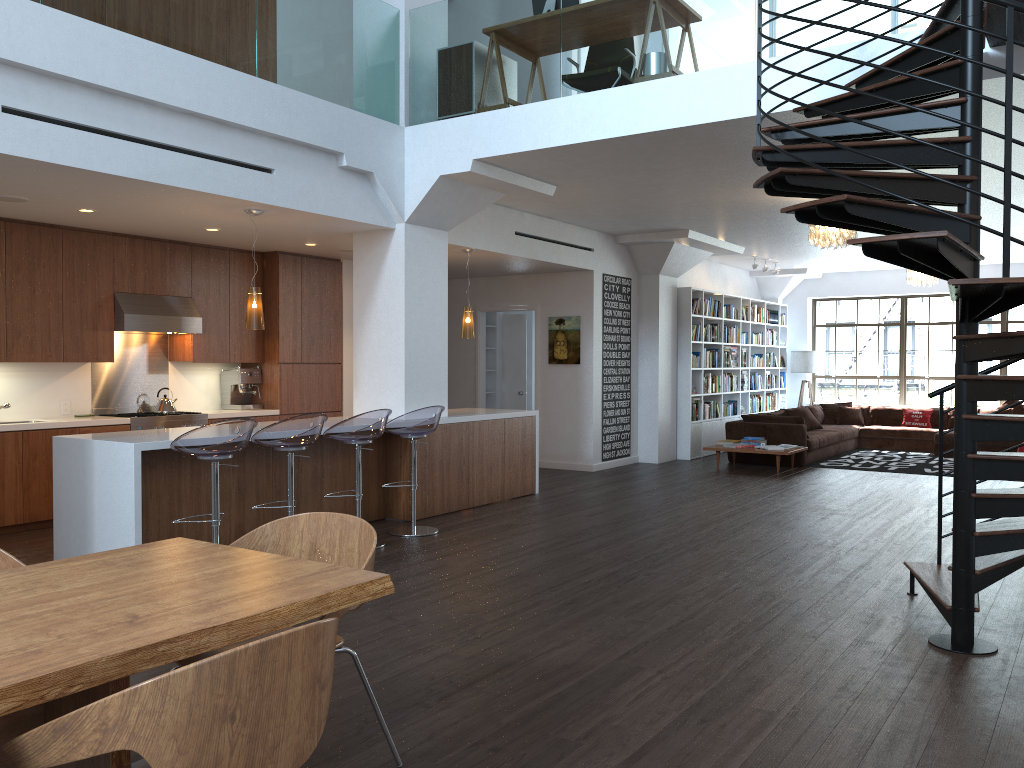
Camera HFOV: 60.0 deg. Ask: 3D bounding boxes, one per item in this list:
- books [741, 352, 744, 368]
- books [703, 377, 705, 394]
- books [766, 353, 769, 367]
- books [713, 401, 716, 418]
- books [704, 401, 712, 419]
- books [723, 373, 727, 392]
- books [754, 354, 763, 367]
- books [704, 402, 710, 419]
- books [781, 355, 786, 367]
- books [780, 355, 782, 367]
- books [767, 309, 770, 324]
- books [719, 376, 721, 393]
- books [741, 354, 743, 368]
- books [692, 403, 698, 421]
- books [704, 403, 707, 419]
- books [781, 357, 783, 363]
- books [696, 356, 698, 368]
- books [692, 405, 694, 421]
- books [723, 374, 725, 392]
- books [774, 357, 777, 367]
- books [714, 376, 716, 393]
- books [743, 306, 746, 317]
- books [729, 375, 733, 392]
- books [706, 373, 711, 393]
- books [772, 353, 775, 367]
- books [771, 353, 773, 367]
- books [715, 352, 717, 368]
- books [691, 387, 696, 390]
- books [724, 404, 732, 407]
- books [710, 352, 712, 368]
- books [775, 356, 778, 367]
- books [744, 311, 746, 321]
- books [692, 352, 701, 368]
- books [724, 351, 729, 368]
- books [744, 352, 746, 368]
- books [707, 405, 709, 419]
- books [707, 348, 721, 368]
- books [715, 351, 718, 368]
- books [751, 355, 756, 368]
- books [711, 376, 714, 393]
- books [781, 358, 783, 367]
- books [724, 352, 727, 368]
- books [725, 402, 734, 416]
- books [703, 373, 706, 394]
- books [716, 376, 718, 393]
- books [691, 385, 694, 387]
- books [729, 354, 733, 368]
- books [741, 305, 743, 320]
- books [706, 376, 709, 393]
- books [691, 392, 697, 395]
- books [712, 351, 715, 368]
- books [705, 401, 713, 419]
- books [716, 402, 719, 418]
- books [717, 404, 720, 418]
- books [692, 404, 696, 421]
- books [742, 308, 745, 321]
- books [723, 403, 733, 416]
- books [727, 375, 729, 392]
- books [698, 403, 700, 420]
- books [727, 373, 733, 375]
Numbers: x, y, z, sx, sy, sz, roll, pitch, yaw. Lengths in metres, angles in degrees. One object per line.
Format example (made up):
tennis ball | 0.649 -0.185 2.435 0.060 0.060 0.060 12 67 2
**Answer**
books | 3.637 -0.389 14.252 0.174 0.251 0.051 1 2 34
books | 2.703 0.015 12.878 0.189 0.247 0.057 1 2 34
books | 4.326 -0.406 15.282 0.174 0.240 0.054 1 2 34
books | 2.954 0.383 13.261 0.183 0.253 0.042 1 2 34
books | 2.881 0.386 13.158 0.160 0.251 0.039 1 2 34
books | 3.214 -0.023 13.634 0.176 0.290 0.053 1 2 33
books | 4.197 -0.397 15.077 0.140 0.231 0.042 1 2 34
books | 2.818 0.385 13.065 0.183 0.253 0.042 1 2 34
books | 4.835 -0.410 16.043 0.182 0.215 0.188 1 2 34
books | 4.748 -0.409 15.914 0.161 0.218 0.101 1 2 34
books | 4.372 -1.165 15.368 0.183 0.253 0.042 1 2 34
books | 3.067 0.000 13.414 0.183 0.253 0.034 1 2 34
books | 3.614 -0.374 14.219 0.161 0.223 0.030 1 2 34
books | 2.573 0.395 12.698 0.183 0.253 0.042 1 2 34
books | 2.755 0.400 12.972 0.176 0.231 0.053 1 2 34
books | 4.786 -0.413 16.011 0.182 0.226 0.173 1 2 34
books | 2.597 -0.311 12.665 0.120 0.167 0.020 1 2 34
books | 2.494 0.413 12.563 0.161 0.223 0.032 1 2 34
books | 3.146 -0.018 13.546 0.198 0.284 0.066 1 2 33
books | 4.565 -0.411 15.653 0.174 0.236 0.142 1 2 33
books | 2.969 0.004 13.276 0.183 0.253 0.034 1 2 34
books | 3.711 -1.140 14.359 0.160 0.251 0.031 1 2 34
books | 3.352 -0.008 13.828 0.183 0.253 0.034 1 2 33
books | 2.850 -0.011 13.104 0.176 0.290 0.053 1 2 34
books | 4.516 -0.419 15.577 0.183 0.253 0.042 1 2 34
books | 4.463 -0.420 15.508 0.180 0.259 0.042 1 2 34
books | 2.978 -0.362 13.261 0.174 0.239 0.045 1 2 34
books | 2.498 0.061 12.621 0.174 0.032 0.254 1 2 29
books | 3.367 0.407 13.863 0.128 0.178 0.021 1 2 34
books | 2.874 -0.354 13.125 0.167 0.230 0.037 1 2 34
books | 4.603 -0.398 15.696 0.161 0.207 0.135 1 2 33
books | 3.675 -1.116 14.286 0.161 0.207 0.130 1 2 33
books | 2.636 -0.346 12.741 0.140 0.231 0.042 1 2 34
books | 3.257 -0.379 13.701 0.183 0.253 0.042 1 2 34
books | 3.687 -0.390 14.345 0.183 0.253 0.039 1 2 34
books | 2.806 0.412 13.029 0.161 0.223 0.030 1 2 33
books | 3.048 -0.389 13.377 0.176 0.294 0.102 1 2 34
books | 2.994 -0.369 13.297 0.182 0.253 0.034 1 2 34
books | 3.990 -0.378 14.771 0.140 0.206 0.042 1 2 34
books | 2.925 0.009 13.206 0.171 0.246 0.057 1 2 34
books | 4.777 -0.405 15.973 0.167 0.210 0.162 1 2 34
books | 3.203 -0.370 13.602 0.174 0.240 0.054 1 2 34
books | 3.417 0.393 13.937 0.146 0.202 0.027 1 2 34
books | 2.747 -0.011 12.910 0.140 0.298 0.044 1 2 34
books | 2.991 0.003 13.301 0.183 0.253 0.034 1 2 34
books | 2.501 0.032 12.623 0.144 0.025 0.204 1 1 24
books | 3.334 -0.357 13.796 0.161 0.207 0.135 1 2 33
books | 3.591 -1.137 14.172 0.183 0.253 0.042 1 2 34
books | 2.807 0.012 13.034 0.171 0.246 0.057 1 2 34
books | 2.502 0.127 12.625 0.197 0.035 0.284 1 1 24
books | 2.921 -0.366 13.178 0.182 0.253 0.034 1 2 34
books | 2.901 0.381 13.192 0.180 0.259 0.042 1 2 34
books | 3.003 0.390 13.336 0.174 0.236 0.142 1 2 33
books | 3.041 0.404 13.380 0.161 0.207 0.135 1 2 33
books | 2.519 0.404 12.599 0.174 0.240 0.054 1 2 34
books | 3.638 -1.130 14.245 0.174 0.236 0.136 1 2 33
books | 3.381 0.400 13.889 0.139 0.191 0.036 1 2 34
books | 3.260 -0.005 13.695 0.183 0.253 0.034 1 2 33
books | 2.619 0.394 12.766 0.180 0.251 0.048 1 2 34
books | 3.363 -0.028 13.862 0.176 0.290 0.036 1 2 33
